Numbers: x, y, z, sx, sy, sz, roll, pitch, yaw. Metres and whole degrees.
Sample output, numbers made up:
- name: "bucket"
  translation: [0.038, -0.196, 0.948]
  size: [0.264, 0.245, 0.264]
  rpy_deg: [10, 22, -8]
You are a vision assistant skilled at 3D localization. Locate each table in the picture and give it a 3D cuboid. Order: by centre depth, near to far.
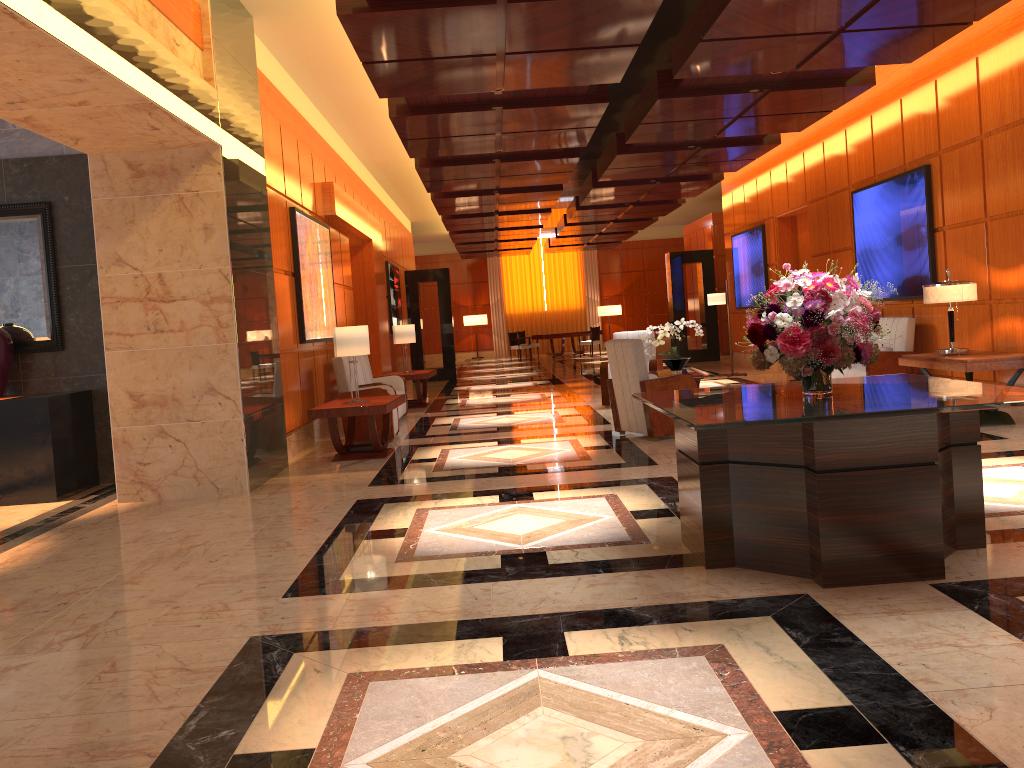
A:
- name: "table"
  translation: [1.534, 0.421, 4.356]
  size: [1.600, 0.744, 1.603]
  rpy_deg: [-4, 4, -1]
- name: "table"
  translation: [4.209, 0.034, 8.143]
  size: [0.725, 0.606, 1.272]
  rpy_deg: [-4, 4, -1]
- name: "table"
  translation: [-1.470, 0.437, 8.658]
  size: [0.725, 0.533, 1.170]
  rpy_deg: [-4, 4, 2]
- name: "table"
  translation: [1.842, 0.124, 10.090]
  size: [0.722, 0.495, 1.563]
  rpy_deg: [-4, 4, 2]
- name: "table"
  translation: [4.123, -0.258, 12.363]
  size: [0.725, 0.606, 1.272]
  rpy_deg: [-4, 4, -1]
- name: "table"
  translation: [-1.573, 0.090, 13.666]
  size: [0.725, 0.533, 1.170]
  rpy_deg: [-4, 4, 2]
- name: "table"
  translation: [1.694, -1.186, 26.779]
  size: [2.110, 0.740, 0.783]
  rpy_deg: [-6, 4, -30]

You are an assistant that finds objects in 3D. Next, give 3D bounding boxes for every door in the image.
- name: "door"
  translation: [-2.581, -0.926, 14.070]
  size: [0.340, 2.648, 1.502]
  rpy_deg: [-4, 2, -1]
- name: "door"
  translation: [4.742, -1.460, 14.224]
  size: [0.340, 2.648, 1.540]
  rpy_deg: [-4, 2, -1]

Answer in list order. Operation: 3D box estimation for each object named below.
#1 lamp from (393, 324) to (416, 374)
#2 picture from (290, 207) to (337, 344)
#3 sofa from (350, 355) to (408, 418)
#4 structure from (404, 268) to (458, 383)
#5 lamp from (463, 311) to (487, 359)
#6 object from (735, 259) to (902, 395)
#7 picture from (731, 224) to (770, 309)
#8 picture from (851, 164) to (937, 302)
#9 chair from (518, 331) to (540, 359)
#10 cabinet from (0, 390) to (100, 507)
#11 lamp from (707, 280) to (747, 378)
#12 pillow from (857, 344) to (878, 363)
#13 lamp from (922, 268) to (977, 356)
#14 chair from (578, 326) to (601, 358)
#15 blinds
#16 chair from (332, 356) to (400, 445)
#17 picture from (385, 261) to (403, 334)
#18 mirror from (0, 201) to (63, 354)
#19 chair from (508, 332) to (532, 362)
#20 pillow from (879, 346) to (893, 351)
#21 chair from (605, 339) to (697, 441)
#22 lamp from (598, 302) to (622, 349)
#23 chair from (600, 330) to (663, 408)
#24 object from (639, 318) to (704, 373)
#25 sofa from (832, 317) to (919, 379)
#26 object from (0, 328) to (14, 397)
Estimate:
- name: "lamp"
  translation: [2.582, -0.499, 8.792]
  size: [0.336, 0.733, 12.993]
  rpy_deg: [-6, 4, -42]
- name: "picture"
  translation: [-2.292, -1.219, 10.384]
  size: [0.056, 1.450, 2.000]
  rpy_deg: [-4, 3, -1]
- name: "sofa"
  translation: [-1.758, 0.053, 11.448]
  size: [0.612, 0.931, 1.802]
  rpy_deg: [-4, 4, 0]
- name: "structure"
  translation: [-1.815, -1.318, 19.939]
  size: [0.985, 2.495, 0.501]
  rpy_deg: [-4, 2, -1]
- name: "lamp"
  translation: [-1.223, -1.691, 30.553]
  size: [0.810, 1.658, 0.812]
  rpy_deg: [-2, 3, 39]
- name: "object"
  translation: [1.482, -0.280, 4.353]
  size: [0.650, 0.657, 0.681]
  rpy_deg: [-5, 3, -10]
- name: "picture"
  translation: [4.410, -2.127, 16.464]
  size: [0.056, 1.450, 2.000]
  rpy_deg: [-4, 3, -1]
- name: "picture"
  translation: [4.529, -1.722, 10.607]
  size: [0.056, 1.450, 2.000]
  rpy_deg: [-4, 3, -1]
- name: "chair"
  translation: [0.502, -1.235, 27.808]
  size: [0.576, 0.893, 0.586]
  rpy_deg: [-3, 3, 27]
- name: "cabinet"
  translation: [-4.839, 0.589, 7.584]
  size: [2.190, 0.867, 0.785]
  rpy_deg: [-4, 3, -1]
- name: "lamp"
  translation: [3.638, -0.948, 15.124]
  size: [0.527, 1.659, 0.360]
  rpy_deg: [-4, 2, -11]
- name: "pillow"
  translation: [4.277, -0.361, 10.670]
  size: [0.160, 0.252, 0.358]
  rpy_deg: [-4, 3, -4]
- name: "lamp"
  translation: [4.087, -0.675, 8.255]
  size: [0.458, 0.809, 0.459]
  rpy_deg: [-4, 2, 8]
- name: "chair"
  translation: [2.306, -1.234, 25.966]
  size: [0.576, 0.893, 0.586]
  rpy_deg: [-2, 3, 42]
- name: "blinds"
  translation: [1.138, -3.117, 31.193]
  size: [3.853, 4.059, 0.149]
  rpy_deg: [-4, 2, -1]
- name: "chair"
  translation: [-1.613, 0.144, 9.835]
  size: [0.628, 0.959, 0.739]
  rpy_deg: [-4, 3, -2]
- name: "picture"
  translation: [-2.462, -1.791, 18.641]
  size: [0.056, 1.450, 2.000]
  rpy_deg: [-4, 3, -1]
- name: "mirror"
  translation: [-4.953, -0.898, 7.905]
  size: [1.767, 1.337, 0.029]
  rpy_deg: [-4, 2, -1]
- name: "chair"
  translation: [0.206, -1.128, 26.586]
  size: [0.576, 0.893, 0.586]
  rpy_deg: [-2, 3, 37]
- name: "pillow"
  translation: [4.253, -0.314, 10.223]
  size: [0.202, 0.229, 0.274]
  rpy_deg: [-4, 3, 2]
- name: "chair"
  translation: [1.332, 0.022, 8.585]
  size: [0.629, 0.959, 0.738]
  rpy_deg: [-5, 3, -22]
- name: "lamp"
  translation: [3.408, -2.028, 30.639]
  size: [0.810, 1.658, 0.812]
  rpy_deg: [-2, 3, 39]
- name: "chair"
  translation: [1.569, -0.206, 11.571]
  size: [0.737, 0.959, 0.630]
  rpy_deg: [-3, 3, 18]
- name: "object"
  translation: [1.857, -0.443, 10.192]
  size: [0.789, 0.616, 0.417]
  rpy_deg: [-5, 3, -24]
- name: "sofa"
  translation: [4.212, -0.317, 10.650]
  size: [0.612, 0.931, 1.802]
  rpy_deg: [-4, 4, 0]
- name: "object"
  translation: [-4.807, -0.183, 7.687]
  size: [0.861, 0.651, 0.521]
  rpy_deg: [-4, 3, -2]
